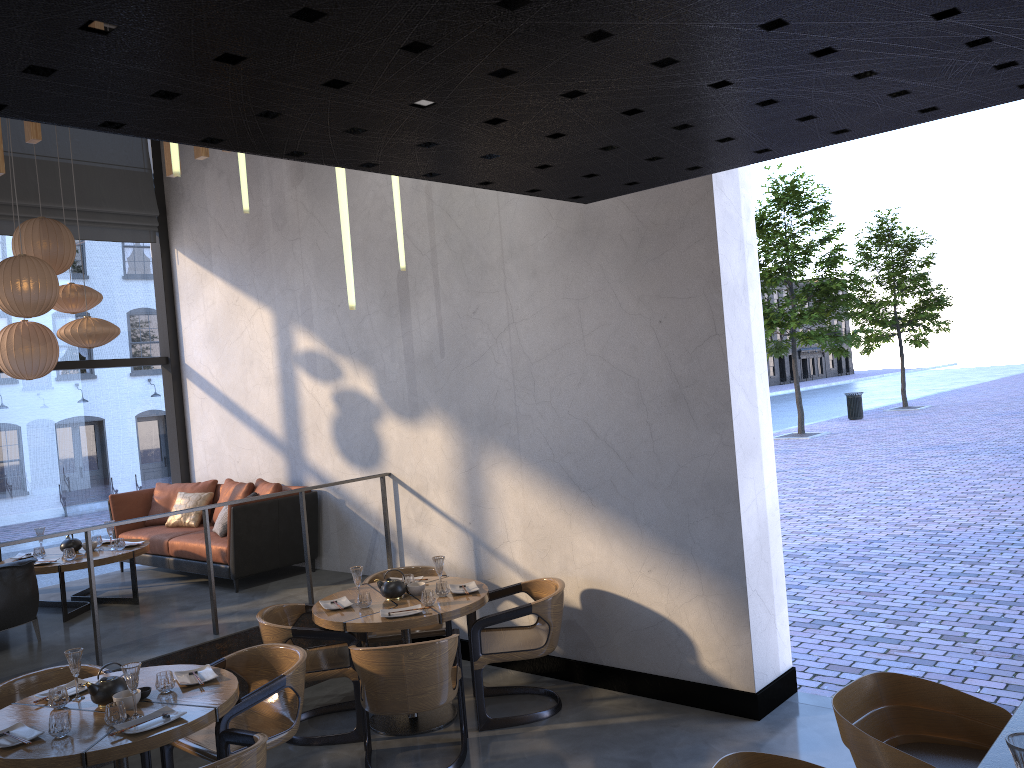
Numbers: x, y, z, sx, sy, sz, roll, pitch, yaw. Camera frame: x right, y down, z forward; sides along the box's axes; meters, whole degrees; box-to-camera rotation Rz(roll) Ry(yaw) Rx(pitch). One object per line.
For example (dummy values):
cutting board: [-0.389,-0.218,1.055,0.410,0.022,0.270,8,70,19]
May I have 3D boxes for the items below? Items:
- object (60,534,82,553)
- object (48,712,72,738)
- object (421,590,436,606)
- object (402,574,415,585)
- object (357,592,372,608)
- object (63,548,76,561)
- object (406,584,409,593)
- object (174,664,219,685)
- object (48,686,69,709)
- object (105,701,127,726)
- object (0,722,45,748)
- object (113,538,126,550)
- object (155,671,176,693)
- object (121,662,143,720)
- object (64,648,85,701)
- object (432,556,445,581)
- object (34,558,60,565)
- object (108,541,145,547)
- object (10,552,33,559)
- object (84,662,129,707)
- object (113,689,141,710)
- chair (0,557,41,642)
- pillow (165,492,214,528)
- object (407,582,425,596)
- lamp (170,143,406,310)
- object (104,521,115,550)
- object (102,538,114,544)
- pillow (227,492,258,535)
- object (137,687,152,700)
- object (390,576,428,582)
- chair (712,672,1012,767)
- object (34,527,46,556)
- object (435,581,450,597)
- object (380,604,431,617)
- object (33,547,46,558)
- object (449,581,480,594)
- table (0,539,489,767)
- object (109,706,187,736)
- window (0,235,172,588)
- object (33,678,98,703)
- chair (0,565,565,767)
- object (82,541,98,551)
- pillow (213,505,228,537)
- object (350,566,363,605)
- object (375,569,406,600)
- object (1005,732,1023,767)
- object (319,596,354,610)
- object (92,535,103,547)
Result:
object: [-3.544,1.264,7.116,0.168,0.179,0.163,-5,1,7]
object: [-1.866,1.411,3.660,0.086,0.086,0.086,-5,1,-23]
object: [-0.500,1.278,5.290,0.086,0.086,0.086,-5,1,13]
object: [-0.676,1.289,5.783,0.086,0.086,0.086,-5,1,35]
object: [-0.895,1.311,5.381,0.086,0.086,0.086,-5,1,-26]
object: [-3.377,1.300,6.763,0.086,0.086,0.086,-5,1,-45]
object: [-0.668,1.312,5.677,0.080,0.042,0.080,-5,1,24]
object: [-1.507,1.406,4.244,0.170,0.025,0.294,-5,1,-29]
object: [-2.056,1.424,4.020,0.086,0.086,0.086,-5,1,24]
object: [-1.671,1.393,3.739,0.086,0.086,0.086,-5,1,-24]
object: [-2.051,1.458,3.653,0.294,0.025,0.170,-5,1,39]
object: [-3.122,1.275,7.054,0.086,0.086,0.086,-5,1,-45]
object: [-1.610,1.385,4.116,0.086,0.086,0.086,-4,1,44]
object: [-1.624,1.317,3.804,0.082,0.227,0.082,-5,1,11]
object: [-2.024,1.349,4.118,0.082,0.227,0.082,-5,1,-28]
object: [-0.453,1.200,5.573,0.082,0.227,0.082,-5,1,-26]
object: [-3.551,1.346,6.703,0.294,0.025,0.170,-5,1,22]
object: [-3.109,1.304,7.207,0.294,0.025,0.170,-5,1,22]
object: [-3.880,1.372,7.064,0.170,0.025,0.294,-5,1,-13]
object: [-1.830,1.358,4.022,0.168,0.179,0.163,-5,1,-11]
object: [-1.706,1.405,3.934,0.116,0.065,0.116,-5,1,20]
chair: [-3.788,1.442,5.960,1.030,0.743,0.833,-5,1,27]
pillow: [-3.027,1.171,8.299,0.393,0.311,0.289,-5,1,22]
object: [-0.601,1.295,5.591,0.116,0.065,0.116,-5,1,-23]
lamp: [-0.885,-4.968,0.010,8.774,10.231,8.975,-5,1,40]
object: [-3.207,1.211,7.086,0.082,0.227,0.082,-5,1,-6]
object: [-3.431,1.329,7.490,0.294,0.025,0.170,-5,1,22]
pillow: [-2.244,1.105,7.409,0.242,0.345,0.418,-5,1,-8]
object: [-1.684,1.414,4.043,0.080,0.042,0.080,-5,1,5]
object: [-0.704,1.321,5.943,0.294,0.025,0.170,-5,1,12]
chair: [2.567,1.322,1.321,5.395,1.047,2.787,-5,1,19]
object: [-3.755,1.259,7.071,0.082,0.227,0.082,-5,1,23]
object: [-0.432,1.270,5.489,0.086,0.086,0.086,-5,1,17]
object: [-0.614,1.320,5.143,0.294,0.025,0.170,-5,1,-11]
object: [-3.717,1.327,6.971,0.086,0.086,0.086,-5,1,-11]
object: [-0.296,1.289,5.563,0.170,0.025,0.294,-5,1,-11]
table: [-4.012,1.924,2.137,6.876,0.968,10.659,-4,1,42]
object: [-1.526,1.412,3.686,0.170,0.025,0.294,-5,1,38]
window: [-2.743,-0.644,0.450,12.900,5.897,12.739,-5,1,41]
object: [-2.124,1.459,4.197,0.170,0.025,0.294,-5,1,26]
chair: [-2.388,1.893,1.627,4.352,0.759,9.749,-4,1,43]
object: [-3.391,1.309,7.125,0.116,0.065,0.116,-5,1,-19]
pillow: [-2.447,1.154,7.604,0.203,0.263,0.332,-5,1,-28]
object: [-0.951,1.244,5.474,0.082,0.227,0.082,-5,1,13]
object: [-0.749,1.251,5.555,0.168,0.179,0.163,-5,1,-45]
object: [0.959,0.766,1.623,0.082,0.227,0.082,-5,1,-14]
object: [-1.072,1.357,5.444,0.170,0.025,0.294,-5,1,-23]
object: [-3.431,1.299,7.327,0.086,0.086,0.086,-5,1,-45]
